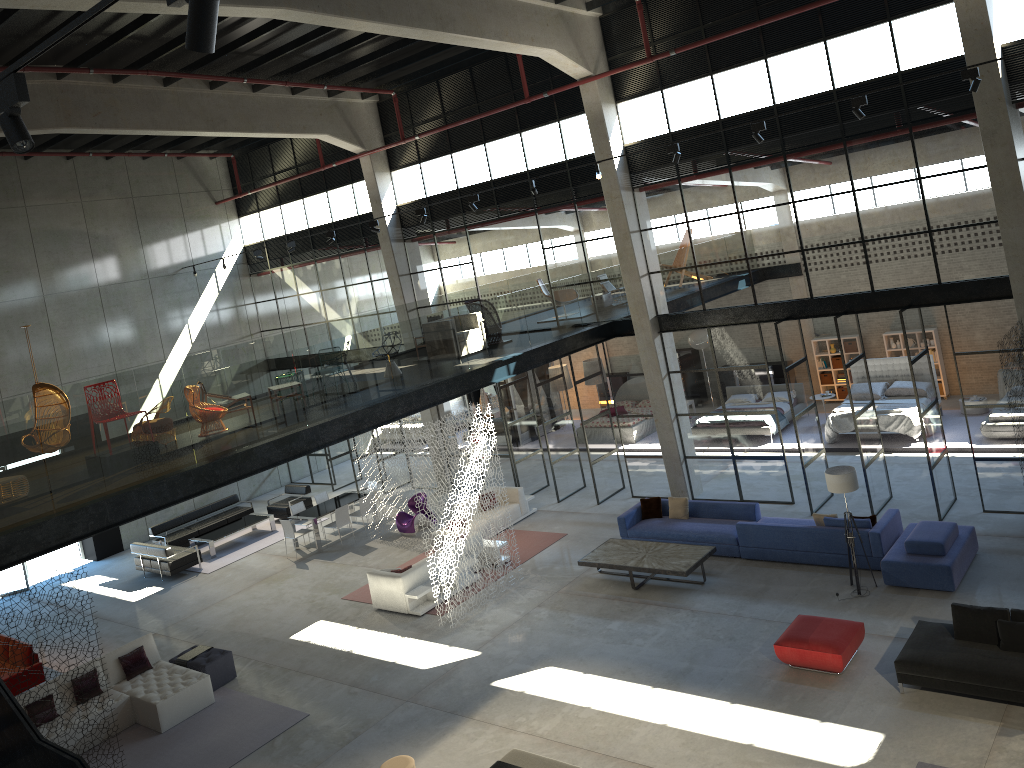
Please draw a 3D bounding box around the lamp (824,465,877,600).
[{"bbox_3d":[4.797,2.116,12.495,0.424,1.739,0.679,-10,2,38],"label":"lamp"}]

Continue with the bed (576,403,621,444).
[{"bbox_3d":[3.118,0.697,24.501,2.010,1.275,2.386,-6,9,40],"label":"bed"}]

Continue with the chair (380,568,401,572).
[{"bbox_3d":[-2.080,3.353,15.523,0.388,0.271,0.323,-9,6,15],"label":"chair"}]

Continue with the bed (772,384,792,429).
[{"bbox_3d":[5.970,0.724,22.103,2.234,0.865,2.443,-5,10,40],"label":"bed"}]

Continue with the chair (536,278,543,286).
[{"bbox_3d":[1.234,-2.221,21.986,0.986,1.025,0.789,-13,4,-21],"label":"chair"}]

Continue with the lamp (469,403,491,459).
[{"bbox_3d":[-0.723,0.888,17.386,0.447,1.098,0.434,-13,2,-41],"label":"lamp"}]

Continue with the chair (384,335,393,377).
[{"bbox_3d":[-2.336,-0.543,16.528,0.563,0.799,0.611,-11,4,8],"label":"chair"}]

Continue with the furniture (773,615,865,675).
[{"bbox_3d":[3.857,3.239,10.959,0.846,0.375,0.871,-5,10,40],"label":"furniture"}]

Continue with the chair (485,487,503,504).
[{"bbox_3d":[-0.393,2.460,18.967,0.383,0.336,0.253,-13,4,-16],"label":"chair"}]

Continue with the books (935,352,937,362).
[{"bbox_3d":[10.579,-0.692,21.830,0.018,0.256,0.257,-11,4,41],"label":"books"}]

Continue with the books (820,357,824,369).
[{"bbox_3d":[8.385,-0.561,23.666,0.048,0.286,0.188,-10,3,41],"label":"books"}]

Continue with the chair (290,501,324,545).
[{"bbox_3d":[-4.746,3.206,20.302,0.539,0.868,0.427,-9,3,40],"label":"chair"}]

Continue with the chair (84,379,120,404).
[{"bbox_3d":[-5.740,0.451,12.703,0.653,0.978,0.657,-8,4,40],"label":"chair"}]

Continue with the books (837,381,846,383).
[{"bbox_3d":[8.859,-0.077,23.398,0.306,0.055,0.234,-4,11,40],"label":"books"}]

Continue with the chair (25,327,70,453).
[{"bbox_3d":[-6.506,0.080,12.050,0.633,1.772,0.604,-11,2,15],"label":"chair"}]

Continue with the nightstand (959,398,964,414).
[{"bbox_3d":[10.447,0.492,19.843,0.573,0.298,0.489,-6,8,37],"label":"nightstand"}]

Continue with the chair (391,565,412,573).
[{"bbox_3d":[-1.890,3.336,15.332,0.403,0.334,0.284,-12,4,-5],"label":"chair"}]

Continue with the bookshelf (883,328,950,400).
[{"bbox_3d":[10.215,-0.480,22.182,1.226,1.753,0.335,-8,3,40],"label":"bookshelf"}]

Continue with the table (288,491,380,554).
[{"bbox_3d":[-4.083,3.147,20.206,0.891,0.754,1.837,-7,9,40],"label":"table"}]

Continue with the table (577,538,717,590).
[{"bbox_3d":[2.236,2.996,14.456,2.044,0.397,1.047,-4,11,40],"label":"table"}]

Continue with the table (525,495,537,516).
[{"bbox_3d":[0.089,2.669,19.304,0.892,0.368,0.306,-5,7,40],"label":"table"}]

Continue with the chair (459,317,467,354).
[{"bbox_3d":[-1.091,-0.867,16.929,0.796,0.830,1.001,-7,7,40],"label":"chair"}]

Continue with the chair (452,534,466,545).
[{"bbox_3d":[-1.026,3.004,16.317,0.265,0.321,0.403,-8,7,42],"label":"chair"}]

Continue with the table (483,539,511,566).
[{"bbox_3d":[-0.596,3.205,16.759,1.190,0.368,0.306,-4,8,40],"label":"table"}]

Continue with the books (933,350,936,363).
[{"bbox_3d":[10.553,-0.695,21.833,0.022,0.274,0.257,-11,4,41],"label":"books"}]

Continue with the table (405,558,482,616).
[{"bbox_3d":[-1.174,3.541,15.344,0.297,0.367,1.600,-8,9,40],"label":"table"}]

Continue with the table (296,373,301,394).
[{"bbox_3d":[-3.935,0.056,15.645,0.390,0.515,0.418,-10,4,16],"label":"table"}]

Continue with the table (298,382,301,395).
[{"bbox_3d":[-3.816,0.216,14.861,0.477,0.393,0.630,-14,7,-24],"label":"table"}]

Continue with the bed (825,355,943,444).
[{"bbox_3d":[8.339,0.346,19.848,2.196,1.412,2.362,-6,8,40],"label":"bed"}]

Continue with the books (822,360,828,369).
[{"bbox_3d":[8.435,-0.527,23.648,0.074,0.203,0.162,-10,4,41],"label":"books"}]

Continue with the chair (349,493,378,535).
[{"bbox_3d":[-3.442,2.981,20.108,0.539,0.868,0.427,-9,3,40],"label":"chair"}]

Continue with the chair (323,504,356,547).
[{"bbox_3d":[-3.881,3.152,19.570,0.539,0.868,0.427,-9,3,40],"label":"chair"}]

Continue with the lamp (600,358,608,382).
[{"bbox_3d":[2.621,0.210,26.145,0.805,1.918,0.682,-11,2,-8],"label":"lamp"}]

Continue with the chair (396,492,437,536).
[{"bbox_3d":[-2.149,2.883,19.506,0.649,0.746,0.812,-8,6,40],"label":"chair"}]

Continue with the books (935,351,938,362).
[{"bbox_3d":[10.591,-0.707,21.813,0.020,0.287,0.257,-11,4,41],"label":"books"}]

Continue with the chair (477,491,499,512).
[{"bbox_3d":[-0.503,2.509,18.796,0.414,0.334,0.256,-13,4,-17],"label":"chair"}]

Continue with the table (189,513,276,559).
[{"bbox_3d":[-6.778,3.675,21.347,0.892,0.406,1.838,-5,10,40],"label":"table"}]

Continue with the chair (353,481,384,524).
[{"bbox_3d":[-3.454,2.844,20.991,0.415,0.868,0.555,-9,4,41],"label":"chair"}]

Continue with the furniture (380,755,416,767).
[{"bbox_3d":[-1.246,4.422,9.749,0.396,0.399,0.408,-8,6,30],"label":"furniture"}]

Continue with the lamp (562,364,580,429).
[{"bbox_3d":[1.600,0.401,26.209,0.805,1.918,0.682,-11,2,-8],"label":"lamp"}]

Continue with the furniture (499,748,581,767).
[{"bbox_3d":[0.114,4.333,8.624,1.434,0.397,1.567,-4,11,40],"label":"furniture"}]

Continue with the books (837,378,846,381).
[{"bbox_3d":[8.848,-0.132,23.398,0.279,0.055,0.234,-4,11,40],"label":"books"}]

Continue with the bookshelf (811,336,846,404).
[{"bbox_3d":[8.788,-0.387,23.380,1.226,1.753,0.335,-8,3,40],"label":"bookshelf"}]

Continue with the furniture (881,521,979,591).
[{"bbox_3d":[6.075,2.392,12.778,0.940,0.552,1.567,-5,10,40],"label":"furniture"}]

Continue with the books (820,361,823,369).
[{"bbox_3d":[8.373,-0.549,23.686,0.032,0.261,0.178,-10,3,41],"label":"books"}]

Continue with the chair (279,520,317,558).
[{"bbox_3d":[-4.734,3.343,19.419,0.415,0.868,0.555,-9,4,41],"label":"chair"}]

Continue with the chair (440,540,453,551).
[{"bbox_3d":[-1.242,3.079,16.108,0.266,0.317,0.400,-9,6,28],"label":"chair"}]

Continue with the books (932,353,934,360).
[{"bbox_3d":[10.532,-0.703,21.884,0.020,0.280,0.257,-11,4,41],"label":"books"}]

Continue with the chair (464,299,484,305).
[{"bbox_3d":[-0.594,-1.325,18.712,0.684,0.984,0.837,-11,4,11],"label":"chair"}]

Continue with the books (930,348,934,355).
[{"bbox_3d":[10.496,-0.720,21.887,0.035,0.331,0.257,-10,3,41],"label":"books"}]

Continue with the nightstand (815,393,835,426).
[{"bbox_3d":[7.565,0.640,21.206,0.598,0.698,0.609,-10,4,12],"label":"nightstand"}]

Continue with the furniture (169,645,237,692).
[{"bbox_3d":[-4.866,4.467,13.797,0.950,0.453,0.519,-6,7,35],"label":"furniture"}]

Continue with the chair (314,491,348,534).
[{"bbox_3d":[-4.308,3.035,20.840,0.539,0.868,0.427,-9,3,40],"label":"chair"}]

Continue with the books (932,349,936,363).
[{"bbox_3d":[10.538,-0.703,21.855,0.026,0.287,0.257,-11,4,41],"label":"books"}]

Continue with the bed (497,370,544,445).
[{"bbox_3d":[-0.024,0.564,26.686,2.225,2.072,2.356,-7,7,40],"label":"bed"}]

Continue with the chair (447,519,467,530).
[{"bbox_3d":[-1.130,2.851,17.890,0.415,0.107,0.410,-12,8,-3],"label":"chair"}]
